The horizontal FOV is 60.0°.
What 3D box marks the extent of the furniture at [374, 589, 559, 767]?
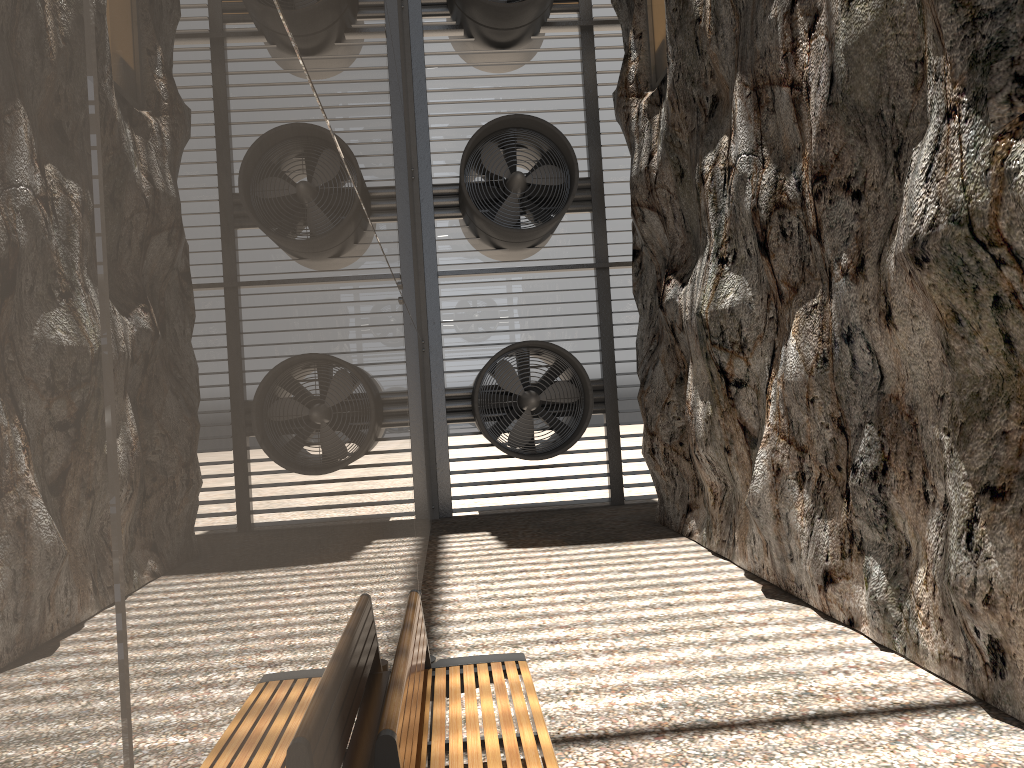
[{"bbox_3d":[-0.162,1.301,3.163,0.595,0.796,2.153,-4,-1,-4],"label":"furniture"}]
